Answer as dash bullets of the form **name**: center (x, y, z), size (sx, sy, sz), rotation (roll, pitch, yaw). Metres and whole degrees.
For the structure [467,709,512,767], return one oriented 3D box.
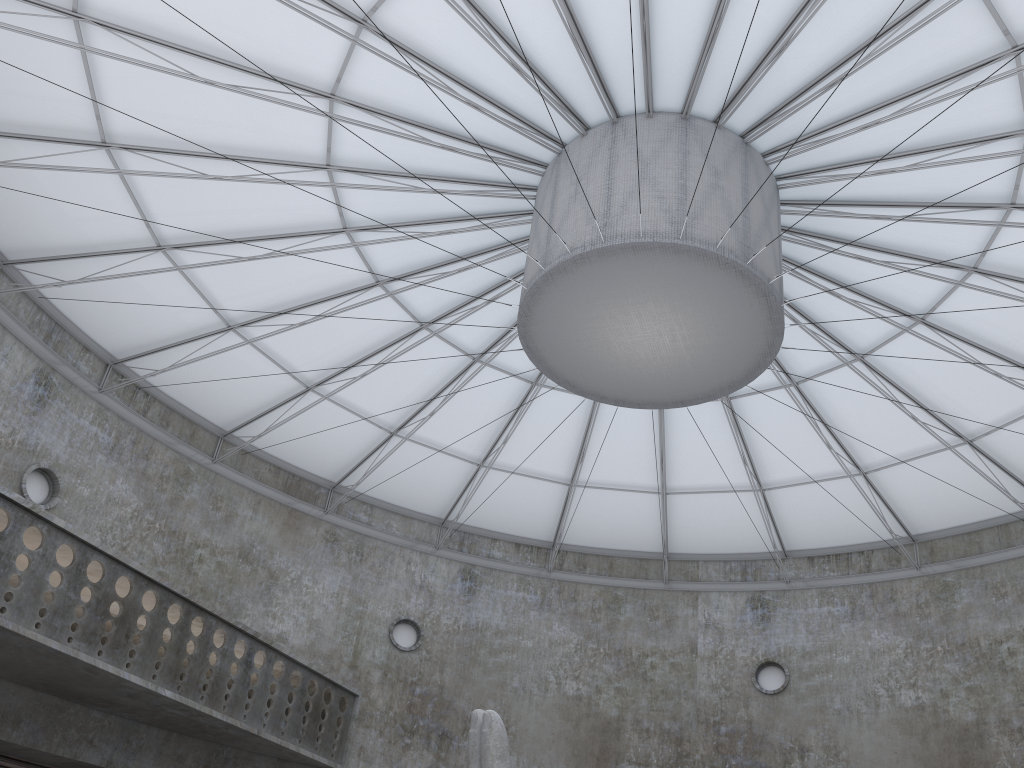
- **structure**: center (4.002, 8.891, 15.391), size (10.772, 5.563, 15.966), rotation (16, -34, -12)
